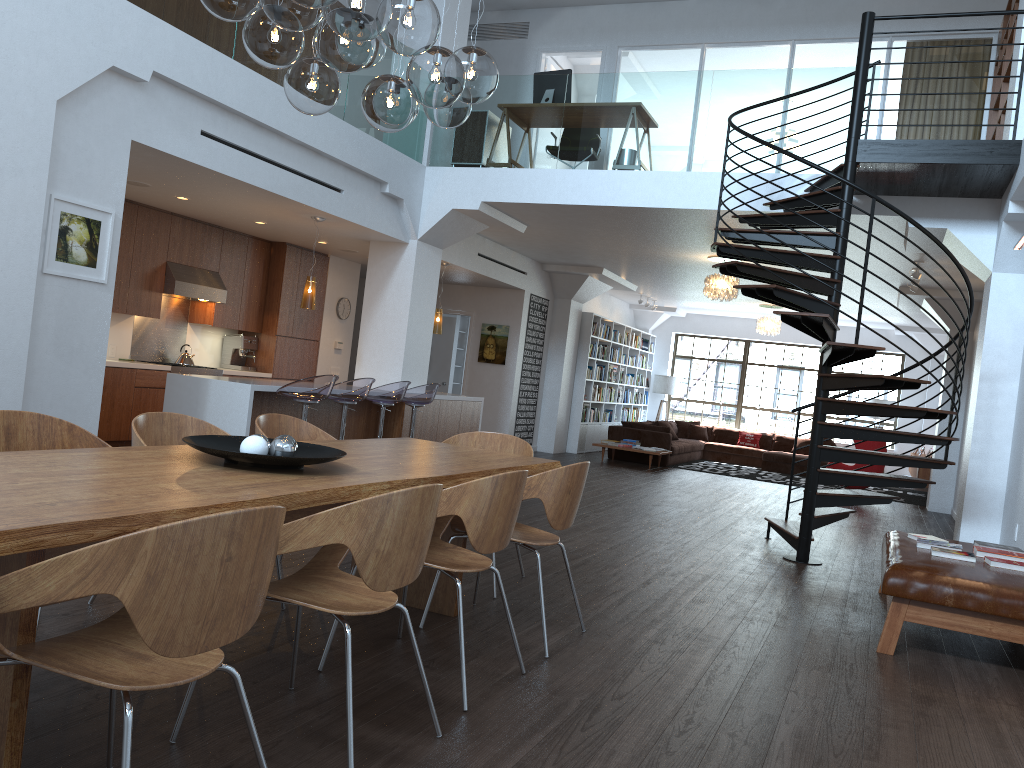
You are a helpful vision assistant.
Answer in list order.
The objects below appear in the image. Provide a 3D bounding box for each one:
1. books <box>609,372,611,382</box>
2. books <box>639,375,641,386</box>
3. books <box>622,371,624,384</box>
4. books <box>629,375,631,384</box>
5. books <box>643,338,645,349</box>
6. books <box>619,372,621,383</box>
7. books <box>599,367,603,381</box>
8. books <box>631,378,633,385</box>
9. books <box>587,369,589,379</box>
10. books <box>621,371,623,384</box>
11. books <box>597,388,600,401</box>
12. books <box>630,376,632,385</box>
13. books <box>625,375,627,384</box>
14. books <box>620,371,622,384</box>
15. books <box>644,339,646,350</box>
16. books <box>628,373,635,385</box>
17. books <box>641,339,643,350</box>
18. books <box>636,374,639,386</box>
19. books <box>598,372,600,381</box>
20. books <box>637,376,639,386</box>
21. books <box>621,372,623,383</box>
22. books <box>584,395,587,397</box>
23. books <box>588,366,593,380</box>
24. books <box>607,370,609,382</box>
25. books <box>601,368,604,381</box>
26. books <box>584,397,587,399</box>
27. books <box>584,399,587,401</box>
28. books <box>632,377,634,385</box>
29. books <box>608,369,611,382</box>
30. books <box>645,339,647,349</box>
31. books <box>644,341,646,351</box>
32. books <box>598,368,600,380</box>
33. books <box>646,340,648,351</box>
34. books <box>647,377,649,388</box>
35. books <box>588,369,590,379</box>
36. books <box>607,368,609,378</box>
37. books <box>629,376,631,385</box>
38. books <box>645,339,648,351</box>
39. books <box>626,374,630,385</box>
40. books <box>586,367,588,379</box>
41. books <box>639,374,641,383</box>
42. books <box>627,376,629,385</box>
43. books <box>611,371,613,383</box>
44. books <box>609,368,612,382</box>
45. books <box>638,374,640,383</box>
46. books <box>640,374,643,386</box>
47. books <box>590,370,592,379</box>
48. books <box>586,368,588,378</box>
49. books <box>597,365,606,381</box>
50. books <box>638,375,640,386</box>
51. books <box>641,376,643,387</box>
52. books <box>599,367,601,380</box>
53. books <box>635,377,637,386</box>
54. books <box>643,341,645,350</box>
[{"bbox_3d":[1.757,-0.154,16.490,0.161,0.223,0.032,7,1,23],"label":"books"},{"bbox_3d":[2.598,-0.089,18.532,0.180,0.259,0.042,7,1,23],"label":"books"},{"bbox_3d":[2.088,-0.132,17.304,0.171,0.246,0.036,7,1,23],"label":"books"},{"bbox_3d":[2.291,-0.085,17.753,0.139,0.191,0.036,7,1,23],"label":"books"},{"bbox_3d":[2.658,-0.834,18.465,0.183,0.253,0.042,7,1,23],"label":"books"},{"bbox_3d":[2.009,-0.128,17.104,0.161,0.223,0.030,7,1,23],"label":"books"},{"bbox_3d":[1.529,-0.191,15.951,0.182,0.253,0.034,7,1,23],"label":"books"},{"bbox_3d":[2.377,-0.057,17.939,0.110,0.153,0.019,7,1,23],"label":"books"},{"bbox_3d":[1.250,-0.180,15.271,0.128,0.178,0.021,7,1,23],"label":"books"},{"bbox_3d":[2.058,-0.137,17.242,0.183,0.253,0.039,7,1,23],"label":"books"},{"bbox_3d":[1.487,0.182,15.974,0.171,0.246,0.057,7,1,23],"label":"books"},{"bbox_3d":[2.336,-0.073,17.860,0.128,0.178,0.021,7,1,23],"label":"books"},{"bbox_3d":[2.190,-0.088,17.507,0.128,0.178,0.021,7,1,23],"label":"books"},{"bbox_3d":[2.027,-0.141,17.141,0.174,0.251,0.051,7,1,23],"label":"books"},{"bbox_3d":[2.692,-0.831,18.546,0.183,0.253,0.042,7,1,23],"label":"books"},{"bbox_3d":[2.418,-0.092,18.057,0.140,0.231,0.042,7,1,23],"label":"books"},{"bbox_3d":[2.611,-0.823,18.308,0.161,0.223,0.032,7,1,23],"label":"books"},{"bbox_3d":[2.505,-0.088,18.283,0.174,0.240,0.054,7,1,23],"label":"books"},{"bbox_3d":[1.487,-0.180,15.857,0.161,0.223,0.026,7,1,23],"label":"books"},{"bbox_3d":[2.538,-0.076,18.351,0.161,0.223,0.032,7,1,23],"label":"books"},{"bbox_3d":[2.057,-0.123,17.205,0.161,0.223,0.030,7,1,23],"label":"books"},{"bbox_3d":[1.175,0.190,15.318,0.174,0.032,0.254,7,1,18],"label":"books"},{"bbox_3d":[1.332,-0.199,15.468,0.140,0.231,0.042,7,1,23],"label":"books"},{"bbox_3d":[1.706,-0.159,16.382,0.161,0.223,0.032,7,1,23],"label":"books"},{"bbox_3d":[1.568,-0.180,16.043,0.174,0.239,0.045,7,1,23],"label":"books"},{"bbox_3d":[1.175,0.223,15.322,0.197,0.033,0.284,7,0,-2],"label":"books"},{"bbox_3d":[1.171,0.257,15.322,0.197,0.035,0.284,7,1,13],"label":"books"},{"bbox_3d":[2.406,-0.058,17.997,0.106,0.162,0.032,7,1,23],"label":"books"},{"bbox_3d":[1.725,-0.165,16.421,0.174,0.240,0.054,7,1,23],"label":"books"},{"bbox_3d":[2.724,-0.828,18.627,0.183,0.253,0.042,7,1,23],"label":"books"},{"bbox_3d":[2.713,-0.829,18.584,0.183,0.253,0.042,7,1,23],"label":"books"},{"bbox_3d":[1.479,-0.181,15.831,0.161,0.223,0.027,7,1,23],"label":"books"},{"bbox_3d":[2.763,-0.824,18.705,0.183,0.253,0.042,7,1,23],"label":"books"},{"bbox_3d":[2.858,-0.041,19.127,0.182,0.215,0.188,7,1,23],"label":"books"},{"bbox_3d":[1.280,-0.174,15.335,0.109,0.171,0.018,7,1,23],"label":"books"},{"bbox_3d":[1.688,-0.175,16.357,0.160,0.251,0.031,7,1,23],"label":"books"},{"bbox_3d":[2.304,-0.086,17.792,0.136,0.196,0.045,7,1,23],"label":"books"},{"bbox_3d":[2.746,-0.826,18.665,0.183,0.253,0.042,7,1,23],"label":"books"},{"bbox_3d":[2.272,-0.094,17.718,0.140,0.206,0.042,7,1,23],"label":"books"},{"bbox_3d":[1.231,-0.193,15.234,0.127,0.200,0.020,7,1,23],"label":"books"},{"bbox_3d":[2.584,-0.086,18.494,0.160,0.251,0.039,7,1,23],"label":"books"},{"bbox_3d":[2.248,-0.076,17.637,0.120,0.167,0.019,7,1,23],"label":"books"},{"bbox_3d":[1.814,-0.139,16.636,0.161,0.207,0.135,7,1,22],"label":"books"},{"bbox_3d":[1.760,-0.169,16.529,0.183,0.253,0.042,7,1,23],"label":"books"},{"bbox_3d":[2.540,-0.092,18.390,0.183,0.253,0.042,7,1,23],"label":"books"},{"bbox_3d":[2.636,-0.082,18.609,0.183,0.253,0.042,7,1,23],"label":"books"},{"bbox_3d":[1.320,-0.165,15.407,0.106,0.162,0.032,7,1,23],"label":"books"},{"bbox_3d":[1.219,-0.192,15.203,0.136,0.196,0.045,7,1,23],"label":"books"},{"bbox_3d":[1.618,-0.201,16.171,0.176,0.294,0.102,7,1,23],"label":"books"},{"bbox_3d":[2.572,-0.085,18.457,0.171,0.246,0.039,7,1,23],"label":"books"},{"bbox_3d":[2.669,-0.070,18.693,0.174,0.236,0.142,7,1,22],"label":"books"},{"bbox_3d":[1.495,-0.195,15.928,0.182,0.253,0.034,7,1,23],"label":"books"},{"bbox_3d":[2.487,-0.081,18.243,0.161,0.223,0.032,7,1,23],"label":"books"},{"bbox_3d":[2.673,-0.833,18.506,0.183,0.253,0.042,7,1,23],"label":"books"}]
